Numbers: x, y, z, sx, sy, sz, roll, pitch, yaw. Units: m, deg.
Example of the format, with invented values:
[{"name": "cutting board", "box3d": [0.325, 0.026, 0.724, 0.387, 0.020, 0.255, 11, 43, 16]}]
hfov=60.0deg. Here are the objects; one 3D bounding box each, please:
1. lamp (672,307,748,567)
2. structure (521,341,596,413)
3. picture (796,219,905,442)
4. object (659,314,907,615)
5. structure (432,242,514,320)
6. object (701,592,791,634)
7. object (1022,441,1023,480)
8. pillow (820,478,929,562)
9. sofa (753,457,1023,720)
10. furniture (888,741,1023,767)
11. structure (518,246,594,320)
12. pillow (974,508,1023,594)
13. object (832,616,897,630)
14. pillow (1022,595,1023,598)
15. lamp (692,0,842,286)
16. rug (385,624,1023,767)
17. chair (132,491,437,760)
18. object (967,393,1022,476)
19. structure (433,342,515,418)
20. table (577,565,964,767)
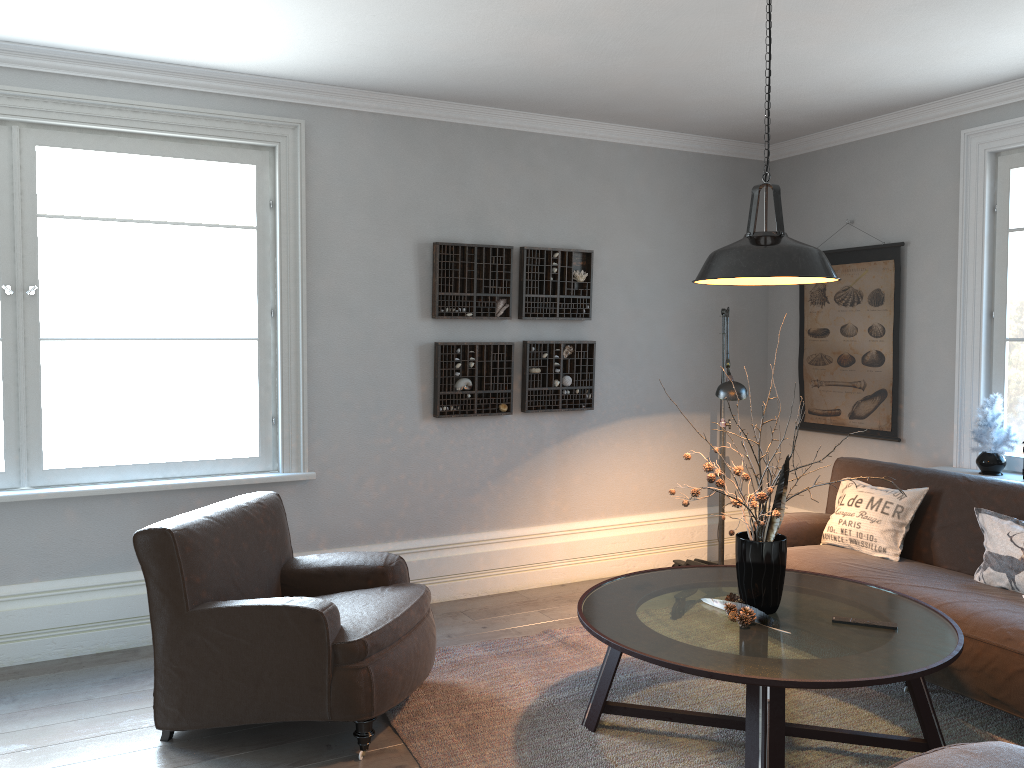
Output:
[{"name": "lamp", "box3d": [1.317, 0.391, 5.051, 0.797, 1.644, 1.864, 1, 3, 10]}, {"name": "structure", "box3d": [0.278, -0.047, 5.214, 0.468, 0.416, 0.086, -1, 3, -28]}, {"name": "picture", "box3d": [2.035, -0.341, 5.380, 0.057, 1.313, 0.793, -1, 3, -28]}, {"name": "object", "box3d": [0.876, 0.289, 3.019, 0.853, 1.065, 0.525, 2, 3, 33]}, {"name": "structure", "box3d": [-0.221, -0.569, 4.944, 0.468, 0.416, 0.099, -1, 3, -28]}, {"name": "object", "box3d": [0.811, 0.790, 3.110, 0.153, 0.067, 0.404, 0, 3, -10]}, {"name": "object", "box3d": [2.573, 0.329, 4.278, 0.155, 0.284, 0.155, -2, 3, -38]}, {"name": "pillow", "box3d": [1.764, 0.661, 4.367, 0.240, 0.368, 0.519, -1, 3, -28]}, {"name": "sofa", "box3d": [1.977, 0.862, 3.734, 0.969, 0.824, 2.165, -1, 3, -28]}, {"name": "furniture", "box3d": [1.197, 1.138, 2.036, 0.574, 0.439, 0.583, -1, 3, -27]}, {"name": "structure", "box3d": [0.265, -0.582, 5.172, 0.468, 0.416, 0.105, -1, 3, -28]}, {"name": "pillow", "box3d": [2.103, 0.712, 3.634, 0.159, 0.347, 0.472, -1, 3, -30]}, {"name": "object", "box3d": [1.206, 0.816, 3.035, 0.207, 0.011, 0.051, 1, 3, 22]}, {"name": "pillow", "box3d": [2.171, 0.718, 3.340, 0.188, 0.309, 0.471, -1, 3, -27]}, {"name": "lamp", "box3d": [0.887, -0.896, 3.085, 0.504, 1.075, 0.504, 1, 3, 20]}, {"name": "rug", "box3d": [0.930, 1.258, 3.178, 2.400, 0.090, 2.819, -1, 3, -27]}, {"name": "chair", "box3d": [-0.810, 0.888, 3.467, 0.970, 0.795, 0.807, 1, 3, 13]}, {"name": "object", "box3d": [2.440, 0.246, 4.512, 0.247, 0.423, 0.263, 0, 3, 8]}, {"name": "structure", "box3d": [-0.209, -0.027, 4.960, 0.468, 0.416, 0.086, -1, 3, -28]}, {"name": "table", "box3d": [0.884, 1.063, 3.178, 1.300, 0.503, 1.300, -2, 4, -35]}]
